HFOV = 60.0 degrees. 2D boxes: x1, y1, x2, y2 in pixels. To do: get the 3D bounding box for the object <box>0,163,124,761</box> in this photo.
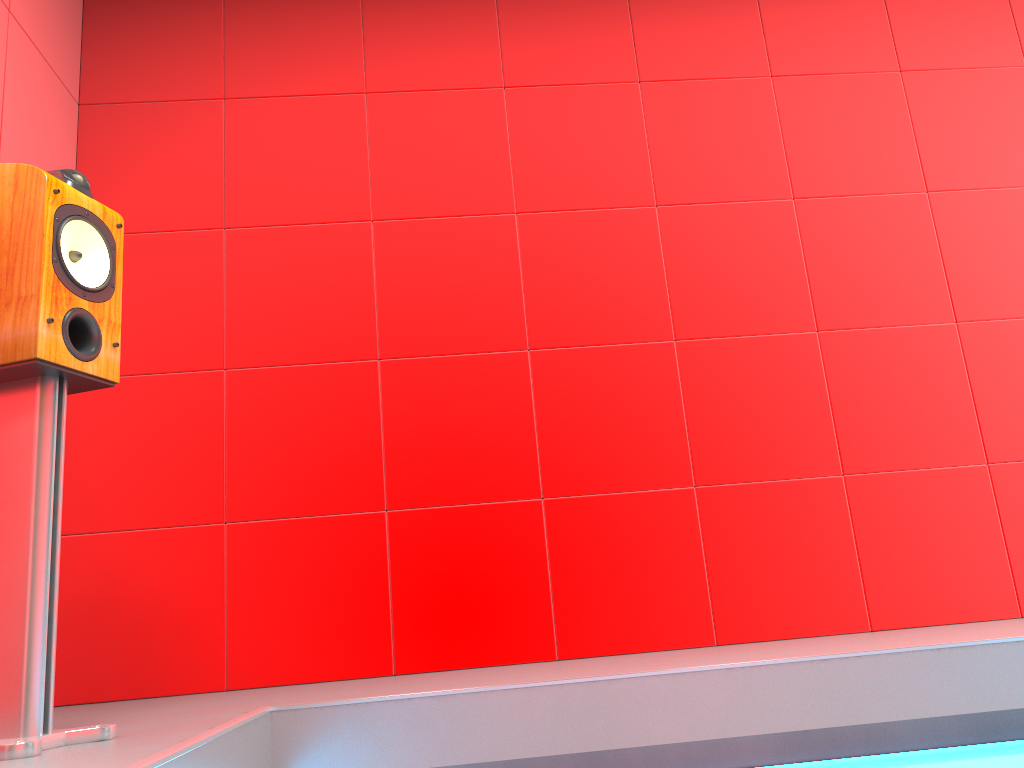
[{"bbox_3d":[-0.885,0.104,1.617,0.265,1.058,0.231,-9,-15,15],"label":"object"}]
